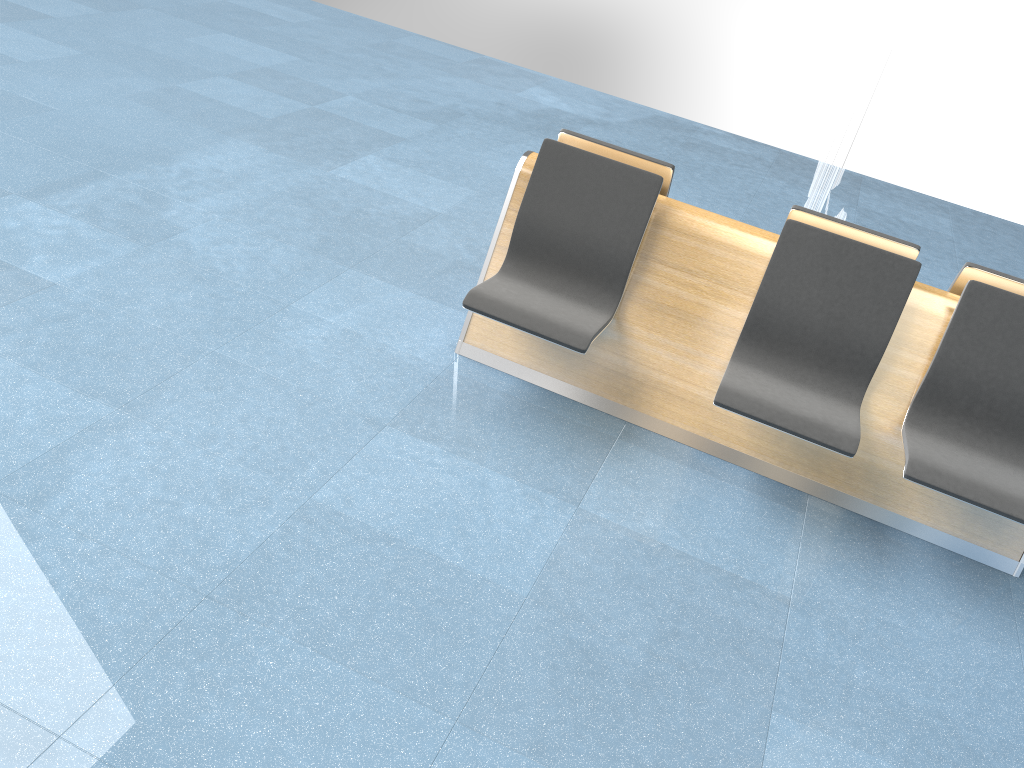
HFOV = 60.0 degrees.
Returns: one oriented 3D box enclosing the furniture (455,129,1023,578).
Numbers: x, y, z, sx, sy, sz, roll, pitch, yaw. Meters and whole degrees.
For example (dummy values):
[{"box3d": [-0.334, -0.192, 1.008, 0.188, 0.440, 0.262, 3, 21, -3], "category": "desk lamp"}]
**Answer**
[{"box3d": [1.022, -0.242, 3.515, 2.281, 0.896, 1.301, 22, 32, 12], "category": "furniture"}]
